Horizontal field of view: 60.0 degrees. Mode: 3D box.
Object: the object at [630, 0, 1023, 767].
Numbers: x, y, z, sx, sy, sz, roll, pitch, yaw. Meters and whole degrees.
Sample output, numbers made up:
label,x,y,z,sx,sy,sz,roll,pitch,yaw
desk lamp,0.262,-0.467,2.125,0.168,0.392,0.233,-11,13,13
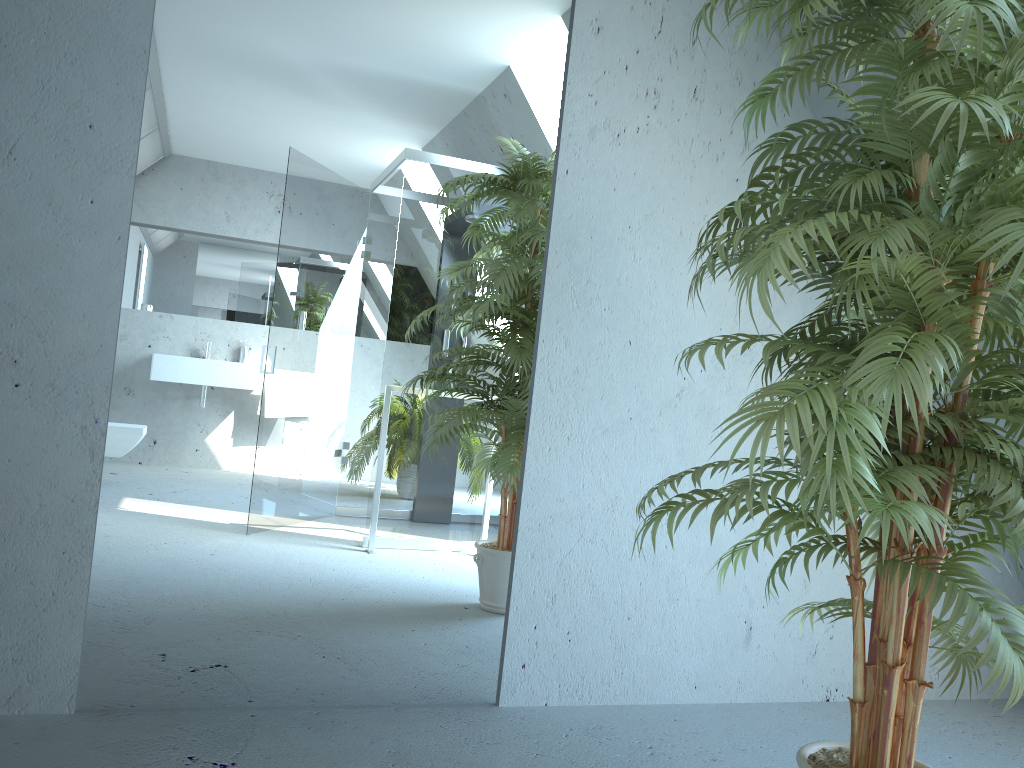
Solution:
label,x,y,z,sx,sy,sz,roll,pitch,yaw
object,0.779,-0.025,1.678,0.980,2.034,1.020,6,-1,29
